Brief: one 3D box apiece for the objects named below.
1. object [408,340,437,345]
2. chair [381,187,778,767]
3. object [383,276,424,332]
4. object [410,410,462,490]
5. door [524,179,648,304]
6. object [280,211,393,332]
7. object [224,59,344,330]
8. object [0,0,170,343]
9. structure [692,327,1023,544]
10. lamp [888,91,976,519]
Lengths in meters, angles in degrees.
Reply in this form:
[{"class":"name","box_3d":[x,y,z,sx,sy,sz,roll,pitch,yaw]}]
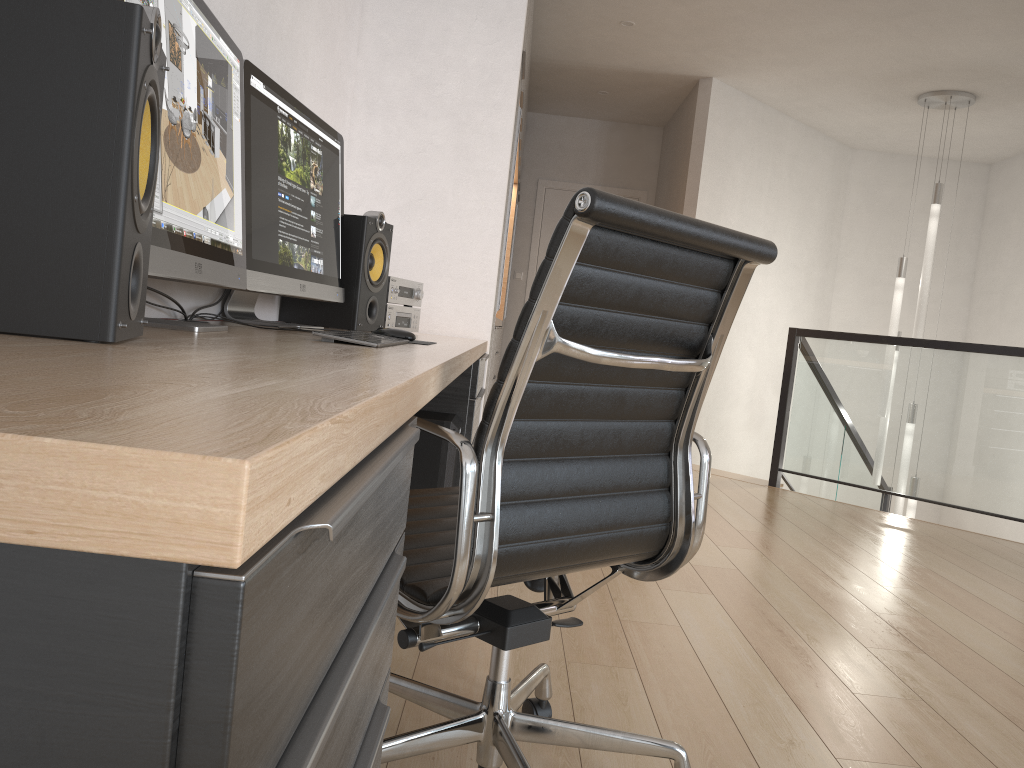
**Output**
[{"class":"object","box_3d":[-0.286,-0.106,2.087,0.200,0.002,0.250,6,4,0]},{"class":"chair","box_3d":[-0.023,0.219,1.473,0.664,0.991,0.699,3,5,-39]},{"class":"object","box_3d":[-0.463,-0.266,2.904,0.270,0.174,0.285,7,4,15]},{"class":"object","box_3d":[-0.413,0.336,2.621,0.474,0.527,0.215,6,4,0]},{"class":"door","box_3d":[0.597,-0.696,7.892,0.974,2.136,0.085,6,4,0]},{"class":"object","box_3d":[-0.513,-0.344,2.639,0.249,0.354,0.198,7,4,15]},{"class":"object","box_3d":[-0.544,-0.406,2.135,0.190,0.535,0.716,7,4,5]},{"class":"object","box_3d":[-0.508,-0.233,0.921,0.249,0.354,0.198,5,4,-15]},{"class":"structure","box_3d":[3.257,1.989,5.792,2.823,4.339,4.190,3,5,-45]},{"class":"lamp","box_3d":[2.883,-1.107,6.133,0.359,6.725,0.359,9,5,36]}]
